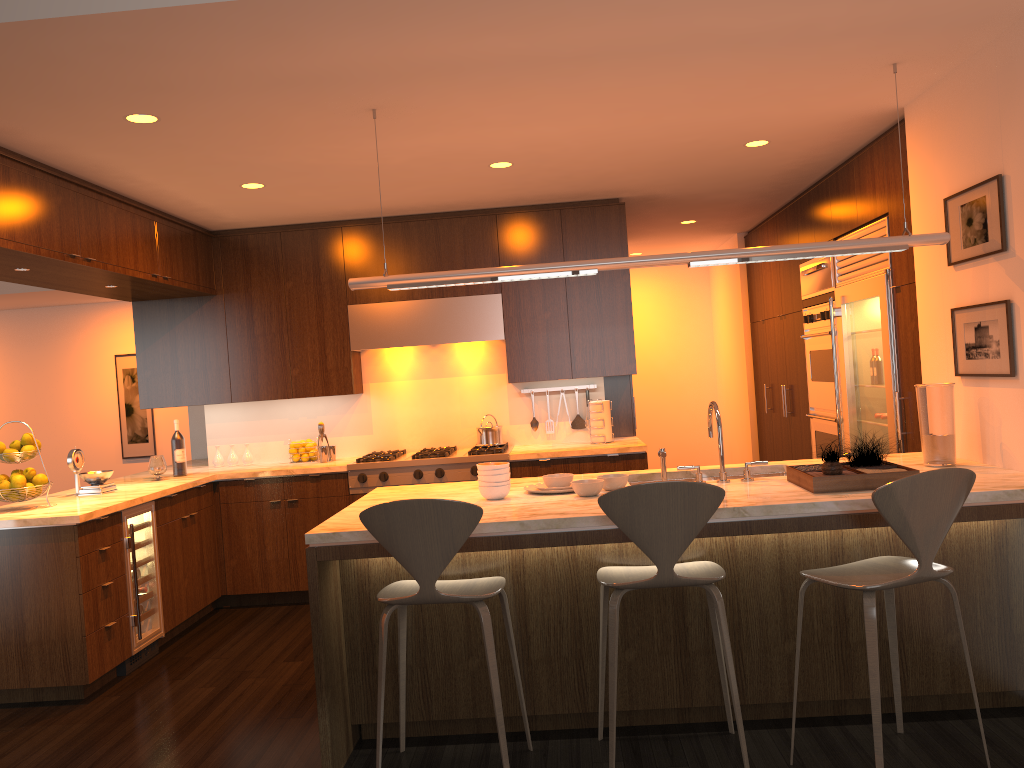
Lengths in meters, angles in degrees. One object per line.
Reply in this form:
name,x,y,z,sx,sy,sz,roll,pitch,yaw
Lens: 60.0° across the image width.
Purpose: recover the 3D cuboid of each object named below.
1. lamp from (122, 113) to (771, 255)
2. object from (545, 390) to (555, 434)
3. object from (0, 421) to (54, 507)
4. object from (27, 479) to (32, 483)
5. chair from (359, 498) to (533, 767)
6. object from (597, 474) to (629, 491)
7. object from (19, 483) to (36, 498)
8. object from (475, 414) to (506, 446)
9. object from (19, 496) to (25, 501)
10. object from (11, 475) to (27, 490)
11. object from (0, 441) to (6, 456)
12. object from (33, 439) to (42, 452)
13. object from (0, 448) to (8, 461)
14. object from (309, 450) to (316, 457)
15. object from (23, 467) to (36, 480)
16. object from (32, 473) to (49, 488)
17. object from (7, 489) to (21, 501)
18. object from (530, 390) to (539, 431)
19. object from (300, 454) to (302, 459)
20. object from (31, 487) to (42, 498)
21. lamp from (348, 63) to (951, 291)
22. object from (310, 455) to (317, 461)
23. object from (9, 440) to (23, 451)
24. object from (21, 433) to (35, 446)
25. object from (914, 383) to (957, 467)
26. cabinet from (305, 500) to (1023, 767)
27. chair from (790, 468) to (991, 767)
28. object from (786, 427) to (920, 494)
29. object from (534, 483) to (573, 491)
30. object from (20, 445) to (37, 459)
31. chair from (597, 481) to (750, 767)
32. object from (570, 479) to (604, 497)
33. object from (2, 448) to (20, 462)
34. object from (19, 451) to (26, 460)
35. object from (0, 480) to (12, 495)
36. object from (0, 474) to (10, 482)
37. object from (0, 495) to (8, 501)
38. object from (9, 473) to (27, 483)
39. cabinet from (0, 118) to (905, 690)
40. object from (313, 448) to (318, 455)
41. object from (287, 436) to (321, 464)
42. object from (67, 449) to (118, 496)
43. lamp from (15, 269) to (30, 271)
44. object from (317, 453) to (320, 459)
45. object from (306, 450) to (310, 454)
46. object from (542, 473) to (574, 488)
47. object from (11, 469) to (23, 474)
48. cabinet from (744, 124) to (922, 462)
lamp,-6.699,-0.842,6.773,16.431,0.171,5.868,-4,1,3
object,0.264,0.202,6.372,0.066,0.314,0.004,-4,1,3
object,-2.576,0.422,4.617,0.324,0.461,0.324,-5,1,-38
object,-2.535,0.503,4.662,0.070,0.072,0.071,-4,1,-33
chair,-0.248,0.895,3.168,0.520,1.047,0.506,-4,1,8
object,0.429,0.418,3.757,0.139,0.059,0.138,-4,1,29
object,-2.490,0.545,4.556,0.078,0.076,0.078,-4,1,-10
object,-0.160,0.323,6.288,0.221,0.218,0.221,-4,1,-12
object,-2.568,0.578,4.629,0.062,0.062,0.062,-5,1,-43
object,-2.505,0.500,4.503,0.068,0.077,0.079,-4,1,-21
object,-2.648,0.333,4.565,0.077,0.079,0.075,-4,1,12
object,-2.524,0.325,4.683,0.070,0.074,0.071,-4,1,24
object,-2.635,0.369,4.622,0.070,0.068,0.062,-5,1,-37
object,-1.419,0.495,6.308,0.052,0.054,0.061,-4,1,13
object,-2.499,0.464,4.594,0.062,0.063,0.060,-4,1,11
object,-2.448,0.502,4.605,0.078,0.074,0.077,-4,1,18
object,-2.561,0.567,4.559,0.063,0.069,0.070,-4,1,-35
object,0.156,0.194,6.374,0.061,0.296,0.020,-4,1,2
object,-1.493,0.521,6.356,0.052,0.060,0.057,-4,1,42
object,-2.499,0.557,4.637,0.078,0.075,0.078,-4,1,-19
lamp,0.521,-0.856,3.700,2.465,0.765,0.120,-4,1,3
object,-1.423,0.523,6.348,0.063,0.053,0.051,-3,1,44
object,-2.588,0.324,4.628,0.062,0.063,0.061,-4,1,27
object,-2.529,0.291,4.631,0.068,0.072,0.071,-5,1,-41
object,1.812,0.174,3.779,0.159,0.349,0.159,-4,1,-23
cabinet,0.674,0.908,3.751,2.713,0.876,1.281,-4,1,3
chair,1.266,0.789,2.973,0.520,1.047,0.506,-4,1,-22
object,1.365,0.268,3.489,0.497,0.231,0.503,-4,1,3
object,0.204,0.449,3.860,0.217,0.025,0.216,-4,1,20
object,-2.517,0.353,4.617,0.077,0.077,0.078,-4,1,20
chair,0.543,0.839,3.167,0.520,1.047,0.506,-4,1,3
object,0.311,0.428,3.633,0.139,0.059,0.138,-4,1,29
object,-2.583,0.368,4.572,0.078,0.072,0.077,-4,1,-31
object,-2.576,0.365,4.667,0.071,0.072,0.071,-4,1,34
object,-2.583,0.526,4.501,0.077,0.077,0.077,-4,1,15
object,-2.617,0.498,4.561,0.069,0.071,0.067,-4,1,39
object,-2.622,0.576,4.580,0.056,0.053,0.057,-5,1,-37
object,-2.541,0.492,4.562,0.077,0.075,0.077,-4,1,-23
cabinet,-0.076,-0.110,4.491,5.521,2.997,7.728,-4,1,3
object,-1.422,0.487,6.377,0.051,0.055,0.061,-4,1,15
object,-1.490,0.470,6.372,0.207,0.175,0.189,-4,1,1
object,-2.439,0.504,5.163,0.231,0.266,0.191,-4,1,6
lamp,-2.464,-0.576,4.462,0.068,0.004,0.068,-4,1,-16
object,-1.418,0.522,6.435,0.053,0.052,0.062,-4,1,-15
object,-1.452,0.486,6.369,0.062,0.053,0.051,-3,1,44
object,0.202,0.428,3.860,0.139,0.059,0.138,-4,1,29
object,-2.573,0.470,4.619,0.061,0.059,0.063,-4,1,36
cabinet,2.445,-0.079,6.265,0.690,2.540,3.924,-4,1,3
